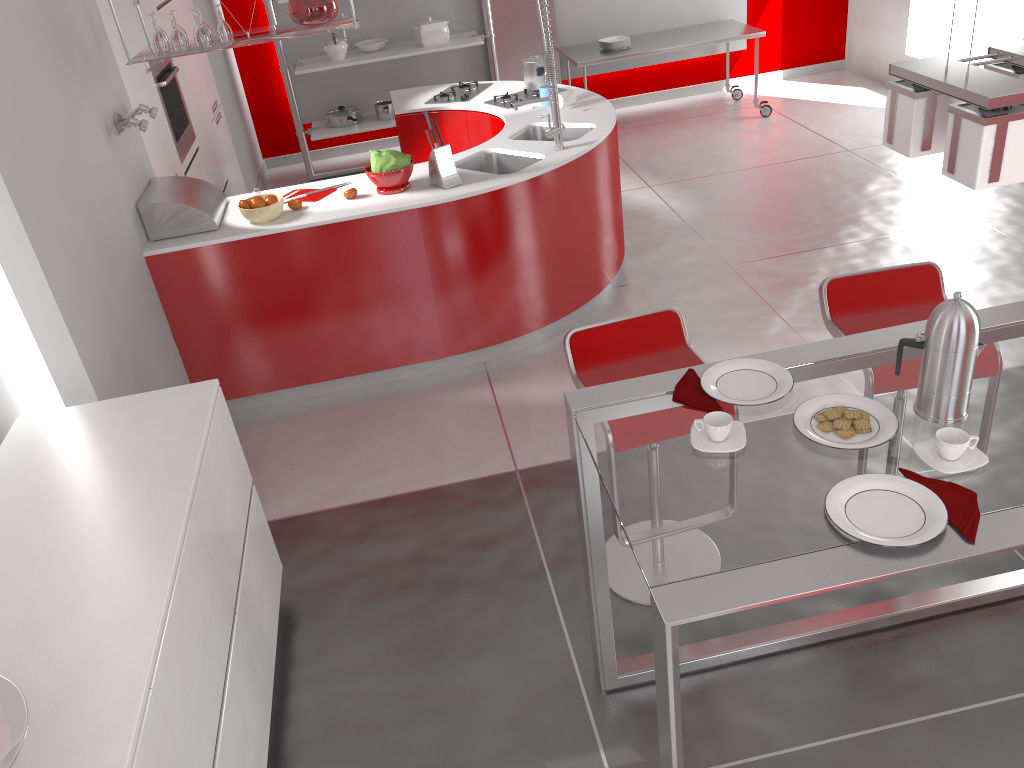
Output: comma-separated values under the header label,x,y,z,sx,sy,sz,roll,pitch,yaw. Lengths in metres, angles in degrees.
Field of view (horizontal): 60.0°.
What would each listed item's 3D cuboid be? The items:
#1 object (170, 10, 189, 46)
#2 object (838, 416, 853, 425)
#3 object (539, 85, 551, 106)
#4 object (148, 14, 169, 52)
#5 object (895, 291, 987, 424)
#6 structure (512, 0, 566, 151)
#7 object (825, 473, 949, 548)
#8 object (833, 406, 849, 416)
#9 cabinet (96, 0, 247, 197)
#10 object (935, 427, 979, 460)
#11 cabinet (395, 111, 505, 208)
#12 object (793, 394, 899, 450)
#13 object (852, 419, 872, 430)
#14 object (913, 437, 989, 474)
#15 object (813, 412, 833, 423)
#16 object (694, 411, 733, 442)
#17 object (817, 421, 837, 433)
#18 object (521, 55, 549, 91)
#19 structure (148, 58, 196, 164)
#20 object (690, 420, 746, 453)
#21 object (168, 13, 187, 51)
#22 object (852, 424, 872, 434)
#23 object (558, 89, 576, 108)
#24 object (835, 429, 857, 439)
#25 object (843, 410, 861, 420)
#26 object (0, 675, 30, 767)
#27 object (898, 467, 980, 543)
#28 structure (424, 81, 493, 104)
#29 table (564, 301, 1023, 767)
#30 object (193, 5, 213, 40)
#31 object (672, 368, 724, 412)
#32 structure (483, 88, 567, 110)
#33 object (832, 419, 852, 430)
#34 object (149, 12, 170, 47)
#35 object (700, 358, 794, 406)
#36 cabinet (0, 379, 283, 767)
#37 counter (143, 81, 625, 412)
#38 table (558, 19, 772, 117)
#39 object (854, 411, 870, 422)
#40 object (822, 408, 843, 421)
label,x,y,z,sx,sy,sz,roll,pitch,yaw
object,-1.397,-1.486,3.706,0.060,0.141,0.060,-11,31,-5
object,0.729,0.080,1.946,0.036,0.006,0.034,-2,31,10
object,0.191,-1.641,5.044,0.080,0.100,0.109,-26,35,-27
object,-1.461,-1.445,3.653,0.060,0.141,0.060,-11,31,-5
object,0.906,-0.063,1.871,0.149,0.287,0.113,-7,31,2
structure,0.127,-1.562,4.165,0.178,0.920,0.308,13,37,32
object,0.707,0.241,1.680,0.217,0.015,0.217,-25,34,-25
object,0.733,0.061,1.977,0.036,0.006,0.034,-11,31,-5
cabinet,-2.213,-1.509,5.283,0.614,2.026,2.398,-11,31,-5
object,0.891,0.126,1.782,0.078,0.049,0.062,11,36,29
cabinet,-0.697,-0.859,4.893,1.025,0.761,1.875,15,38,33
object,0.726,0.085,1.935,0.217,0.015,0.217,9,35,27
object,0.756,0.087,1.916,0.034,0.006,0.036,-5,31,6
object,0.887,0.145,1.798,0.119,0.016,0.119,-12,31,-7
object,0.690,0.073,1.966,0.036,0.006,0.034,-11,31,-5
object,0.442,0.099,1.935,0.078,0.049,0.062,-11,31,-5
object,0.687,0.093,1.934,0.036,0.006,0.034,-20,33,-19
object,0.158,-1.877,5.327,0.218,0.185,0.189,20,41,39
structure,-1.879,-1.596,4.948,0.050,0.589,0.599,-11,31,-5
object,0.453,0.118,1.948,0.119,0.016,0.119,-1,32,12
object,-1.372,-1.437,3.618,0.060,0.141,0.060,-24,34,-24
object,0.755,0.095,1.915,0.034,0.006,0.036,-9,31,-1
object,0.286,-1.599,4.967,0.100,0.080,0.109,-28,36,-30
object,0.718,0.105,1.907,0.036,0.006,0.034,-23,34,-22
object,0.749,0.067,1.951,0.036,0.006,0.034,1,32,16
object,-0.971,0.681,1.451,0.398,0.159,0.398,18,40,37
object,0.843,0.217,1.690,0.095,0.012,0.234,-12,31,-6
structure,-0.336,-1.866,5.644,0.303,0.037,0.457,5,33,21
table,1.088,0.477,2.188,1.700,1.000,0.800,-11,31,-5
object,-1.306,-1.517,3.735,0.060,0.141,0.060,-11,31,-5
object,0.424,0.023,2.114,0.095,0.012,0.234,-11,31,-5
structure,0.089,-1.747,5.343,0.457,0.037,0.303,-25,35,-26
object,0.716,0.087,1.925,0.036,0.006,0.034,9,35,27
object,-1.485,-1.485,3.725,0.060,0.141,0.060,-11,31,-5
object,0.560,-0.002,2.119,0.217,0.015,0.217,9,35,26
cabinet,-1.004,0.857,2.181,0.610,0.880,1.802,-11,31,-5
counter,-0.422,-0.863,4.895,1.868,0.880,2.865,7,34,24
table,1.278,-2.548,7.474,1.627,0.682,0.749,-11,31,-4
object,0.768,0.071,1.951,0.034,0.006,0.036,0,32,14
object,0.708,0.067,1.961,0.034,0.006,0.036,-17,32,-15
